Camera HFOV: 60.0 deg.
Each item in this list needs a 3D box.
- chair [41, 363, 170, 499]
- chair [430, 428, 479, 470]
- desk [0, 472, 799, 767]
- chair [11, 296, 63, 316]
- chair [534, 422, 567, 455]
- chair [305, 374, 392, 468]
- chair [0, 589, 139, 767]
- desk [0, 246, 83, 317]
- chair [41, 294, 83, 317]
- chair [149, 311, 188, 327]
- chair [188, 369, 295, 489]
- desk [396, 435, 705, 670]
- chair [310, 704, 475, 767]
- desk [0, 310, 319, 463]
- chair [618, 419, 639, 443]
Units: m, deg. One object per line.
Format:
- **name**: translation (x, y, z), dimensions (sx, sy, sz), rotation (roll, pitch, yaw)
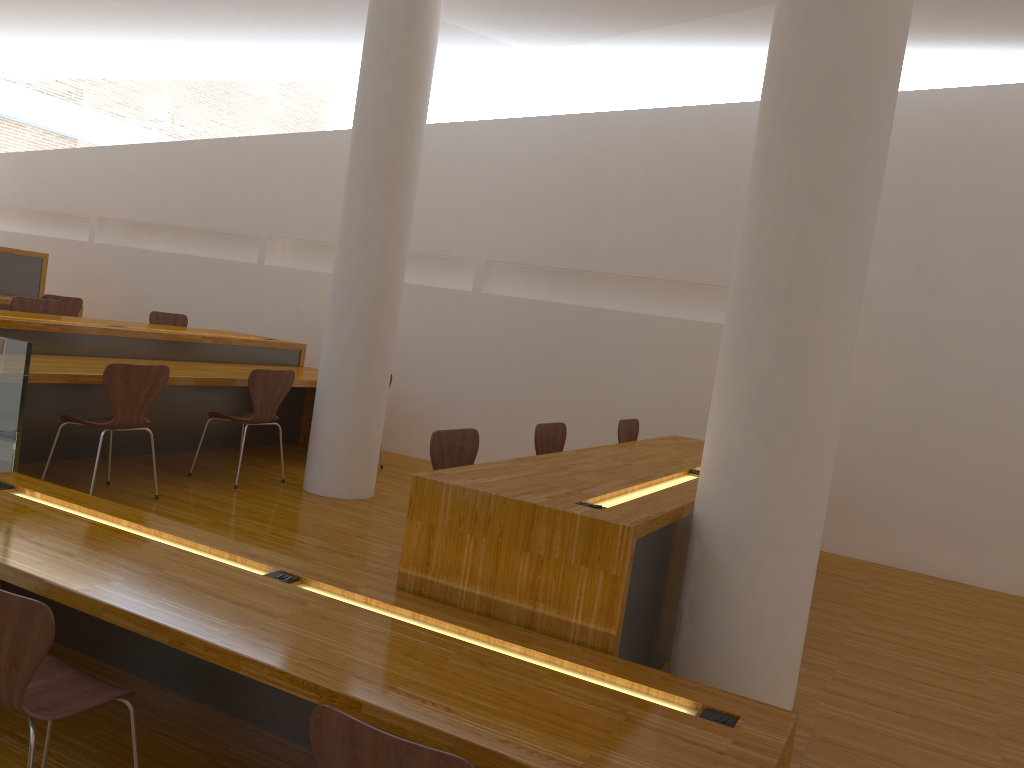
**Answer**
- **chair**: translation (-2.014, 0.218, 4.413), dimensions (0.381, 0.693, 0.428), rotation (10, 4, 25)
- **chair**: translation (-0.124, 0.552, 3.499), dimensions (0.381, 0.693, 0.428), rotation (10, 4, 25)
- **desk**: translation (-0.870, 0.909, 2.692), dimensions (3.185, 0.606, 0.760), rotation (10, 4, 25)
- **chair**: translation (-3.161, -0.222, 6.048), dimensions (0.381, 0.693, 0.428), rotation (10, 4, 25)
- **chair**: translation (0.297, 0.565, 4.375), dimensions (0.381, 0.693, 0.428), rotation (10, 4, 25)
- **chair**: translation (-1.142, 0.239, 6.313), dimensions (0.381, 0.693, 0.428), rotation (10, 4, 25)
- **chair**: translation (-1.217, 0.830, 2.318), dimensions (0.428, 0.693, 0.381), rotation (10, 4, 25)
- **desk**: translation (-5.040, -0.707, 6.638), dimensions (1.248, 1.022, 3.216), rotation (10, 4, 25)
- **chair**: translation (-3.961, -0.423, 7.529), dimensions (0.381, 0.693, 0.428), rotation (10, 4, 25)
- **chair**: translation (-2.642, -0.201, 7.040), dimensions (0.381, 0.693, 0.428), rotation (10, 4, 25)
- **chair**: translation (-1.593, 0.230, 5.288), dimensions (0.381, 0.693, 0.428), rotation (10, 4, 25)
- **desk**: translation (0.659, 0.669, 4.172), dimensions (0.760, 0.606, 3.185), rotation (10, 4, 25)
- **chair**: translation (-0.206, 1.007, 1.872), dimensions (0.428, 0.693, 0.381), rotation (10, 4, 25)
- **desk**: translation (-2.344, 0.056, 5.586), dimensions (1.527, 0.785, 3.243), rotation (10, 4, 25)
- **chair**: translation (0.815, 0.585, 5.367), dimensions (0.381, 0.693, 0.428), rotation (10, 4, 25)
